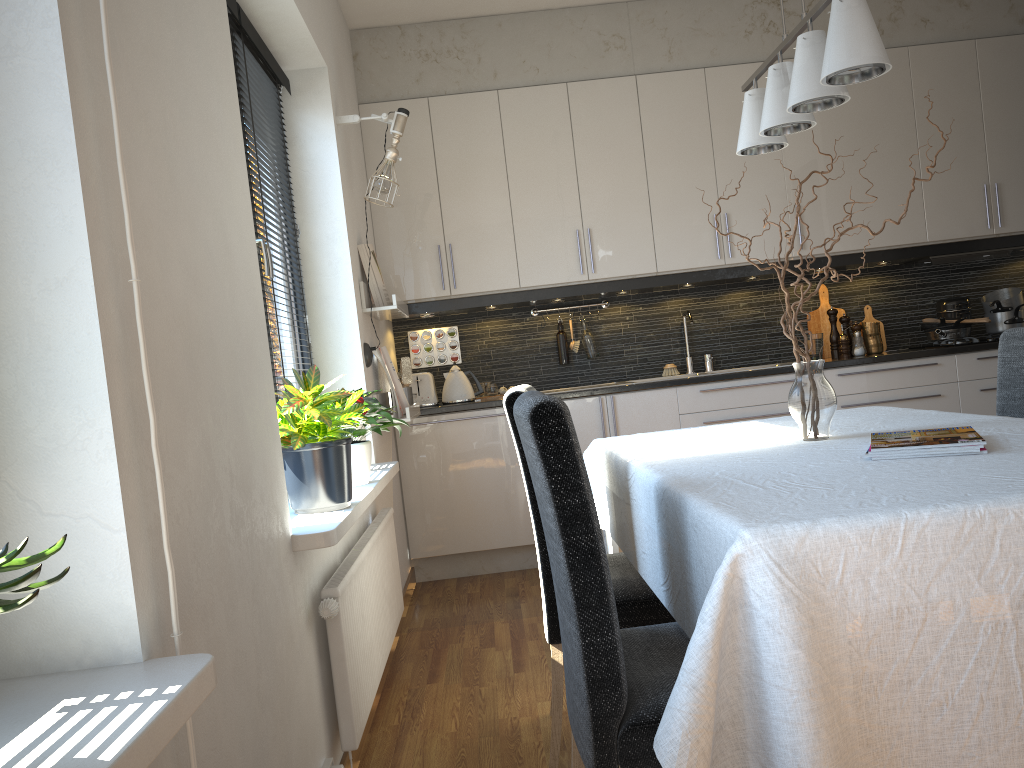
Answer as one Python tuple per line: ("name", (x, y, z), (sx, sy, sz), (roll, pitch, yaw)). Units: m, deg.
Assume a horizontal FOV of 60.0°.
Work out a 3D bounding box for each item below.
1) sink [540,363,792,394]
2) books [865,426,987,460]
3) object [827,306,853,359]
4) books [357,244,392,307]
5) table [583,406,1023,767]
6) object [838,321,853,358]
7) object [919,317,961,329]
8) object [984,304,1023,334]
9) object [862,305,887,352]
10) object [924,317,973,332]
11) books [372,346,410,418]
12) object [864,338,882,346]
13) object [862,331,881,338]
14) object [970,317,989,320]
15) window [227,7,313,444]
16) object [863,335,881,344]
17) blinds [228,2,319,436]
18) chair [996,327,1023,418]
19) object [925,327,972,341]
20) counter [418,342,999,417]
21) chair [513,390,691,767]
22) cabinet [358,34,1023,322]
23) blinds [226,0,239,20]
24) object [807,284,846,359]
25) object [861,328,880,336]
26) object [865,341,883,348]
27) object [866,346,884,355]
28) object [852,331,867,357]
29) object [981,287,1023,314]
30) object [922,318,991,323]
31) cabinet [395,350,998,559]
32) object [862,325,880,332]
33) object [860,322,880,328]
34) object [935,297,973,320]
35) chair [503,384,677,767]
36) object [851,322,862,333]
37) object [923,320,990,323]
("sink", (0.806, 0.052, 4.658), (1.421, 0.168, 0.474), (-7, 1, -2))
("books", (0.811, 0.115, 1.747), (0.204, 0.022, 0.278), (-6, 1, 25))
("object", (1.779, -0.285, 4.806), (0.123, 0.283, 0.061), (-7, 2, -2))
("books", (-0.595, -0.460, 3.957), (0.109, 0.299, 0.364), (-7, 1, -2))
("table", (0.776, 0.507, 2.009), (1.235, 0.763, 1.856), (-7, 1, -1))
("object", (1.775, -0.237, 4.724), (0.080, 0.192, 0.058), (-7, 2, -18))
("object", (2.366, -0.326, 4.803), (0.246, 0.080, 0.355), (-7, 1, 1))
("object", (2.722, -0.363, 4.777), (0.200, 0.154, 0.348), (-7, 1, -22))
("object", (2.018, -0.308, 4.990), (0.146, 0.273, 0.043), (-7, 2, -2))
("object", (2.354, -0.310, 4.802), (0.243, 0.082, 0.347), (-6, 1, 35))
("books", (-0.534, -0.010, 3.923), (0.138, 0.331, 0.283), (-7, 1, -4))
("object", (1.940, -0.218, 4.774), (0.099, 0.051, 0.099), (-7, 1, -16))
("object", (1.932, -0.260, 4.774), (0.099, 0.057, 0.101), (-6, 1, 10))
("object", (2.388, -0.329, 4.786), (0.065, 0.021, 0.336), (-8, 1, -43))
("window", (-0.818, -0.429, 2.731), (0.119, 1.588, 1.560), (-7, 1, -2))
("object", (1.936, -0.239, 4.776), (0.099, 0.043, 0.100), (-7, 1, -14))
("blinds", (-0.799, -0.481, 3.116), (0.049, 1.423, 0.710), (-7, 2, -2))
("chair", (1.279, 0.344, 2.361), (0.544, 0.960, 0.461), (-7, 2, -2))
("object", (2.335, -0.273, 4.823), (0.351, 0.061, 0.232), (-7, 1, -28))
("counter", (1.514, -0.013, 4.699), (4.249, 0.192, 0.622), (-7, 1, -2))
("chair", (0.325, 0.467, 1.629), (0.544, 0.960, 0.461), (-7, 2, -2))
("cabinet", (1.382, -1.118, 4.741), (4.235, 1.070, 0.458), (-7, 2, -2))
("blinds", (-0.842, -1.064, 2.352), (0.049, 0.230, 0.710), (-7, 1, -2))
("object", (1.770, -0.354, 4.987), (0.219, 0.420, 0.029), (-7, 2, -2))
("object", (1.929, -0.278, 4.769), (0.100, 0.036, 0.100), (-7, 1, -8))
("object", (1.945, -0.201, 4.774), (0.100, 0.048, 0.099), (-6, 1, 17))
("object", (1.949, -0.180, 4.776), (0.100, 0.036, 0.100), (-6, 1, 31))
("object", (1.829, -0.214, 4.684), (0.069, 0.135, 0.069), (-7, 2, -27))
("object", (2.616, -0.430, 4.801), (0.370, 0.169, 0.203), (-7, 1, -29))
("object", (2.376, -0.338, 4.749), (0.334, 0.061, 0.059), (-6, 2, 41))
("cabinet", (1.558, 0.278, 4.421), (4.223, 0.691, 0.040), (-7, 2, -2))
("object", (1.927, -0.295, 4.769), (0.100, 0.036, 0.100), (-6, 1, 27))
("object", (1.926, -0.315, 4.767), (0.100, 0.047, 0.099), (-7, 1, -6))
("object", (2.426, -0.398, 4.869), (0.197, 0.159, 0.190), (-5, 2, 44))
("chair", (0.301, 0.457, 2.332), (0.545, 0.960, 0.461), (-6, 2, 3))
("object", (1.852, -0.243, 4.754), (0.058, 0.184, 0.058), (-6, 2, 31))
("object", (2.367, -0.330, 4.738), (0.064, 0.044, 0.335), (-8, 1, -40))
